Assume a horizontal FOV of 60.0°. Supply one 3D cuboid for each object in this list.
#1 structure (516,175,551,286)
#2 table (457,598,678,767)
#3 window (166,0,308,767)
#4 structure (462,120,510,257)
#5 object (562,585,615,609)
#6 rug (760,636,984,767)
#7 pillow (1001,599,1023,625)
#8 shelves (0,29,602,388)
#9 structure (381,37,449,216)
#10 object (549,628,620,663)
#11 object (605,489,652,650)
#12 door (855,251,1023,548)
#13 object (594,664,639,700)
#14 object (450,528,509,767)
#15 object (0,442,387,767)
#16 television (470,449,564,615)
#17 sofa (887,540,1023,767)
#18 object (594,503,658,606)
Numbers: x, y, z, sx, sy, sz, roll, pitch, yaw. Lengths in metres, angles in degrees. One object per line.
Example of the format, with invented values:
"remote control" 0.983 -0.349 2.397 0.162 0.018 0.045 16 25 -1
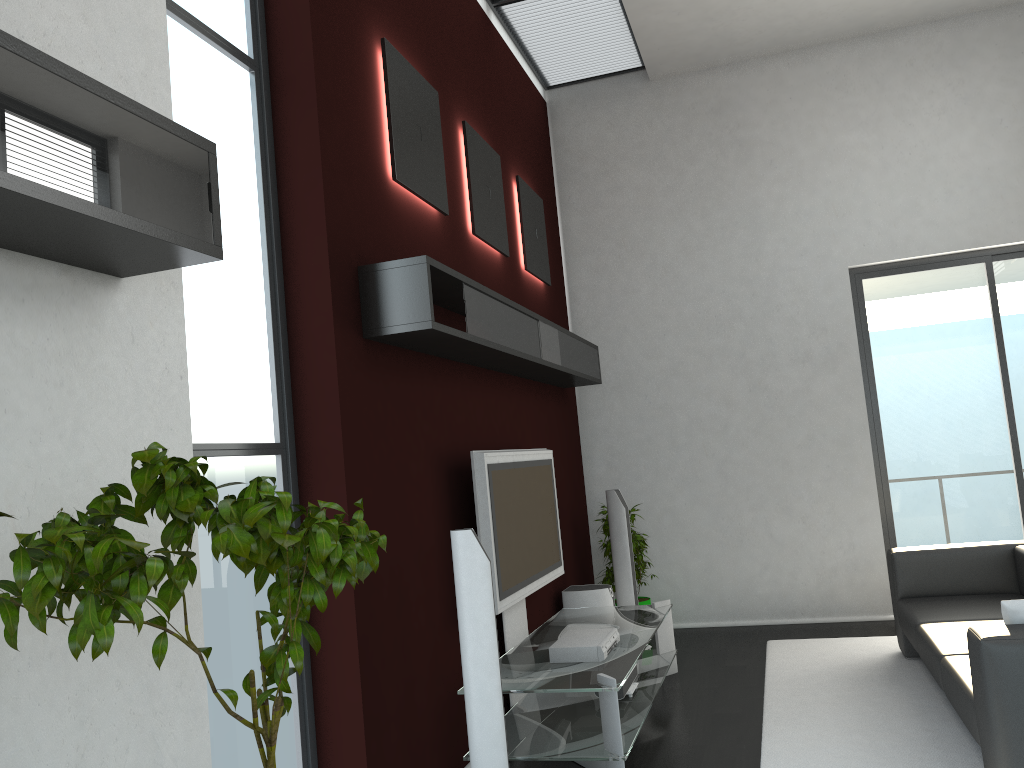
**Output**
"structure" 0.147 -1.106 6.515 0.055 0.676 0.678 -7 -5 16
"table" 0.366 1.283 4.870 0.771 1.093 2.046 -7 -5 16
"window" -1.048 -0.472 3.047 0.025 4.400 0.800 -7 -5 16
"structure" -0.169 -1.175 5.456 0.055 0.676 0.678 -7 -5 16
"object" 0.552 1.653 6.055 0.323 0.518 0.286 -7 -5 16
"rug" 2.181 1.606 4.289 1.875 0.009 3.695 -7 -5 16
"pillow" 2.029 0.958 3.290 0.376 0.358 0.186 -7 -6 17
"shelves" -0.449 -0.347 3.696 0.305 0.301 6.988 -7 -5 16
"structure" -0.486 -1.243 4.396 0.055 0.676 0.678 -7 -5 16
"object" 0.376 1.330 4.523 0.273 0.073 0.439 -7 -5 16
"object" 0.806 1.332 6.379 0.215 1.141 0.228 -9 -6 31
"door" 3.727 0.317 6.613 1.900 2.600 0.050 -7 -5 16
"object" 0.572 1.602 4.788 0.182 0.090 0.470 -7 -5 16
"object" -0.118 1.160 3.583 0.215 1.141 0.228 -5 -5 1
"object" -0.529 0.850 1.588 0.646 1.515 0.994 -6 -5 8
"television" 0.051 0.770 4.971 0.099 0.807 1.436 -7 -5 16
"sofa" 2.478 1.228 4.238 0.943 0.652 2.781 -7 -5 16
"object" 0.865 1.430 6.836 0.507 1.068 0.599 -5 -5 1
